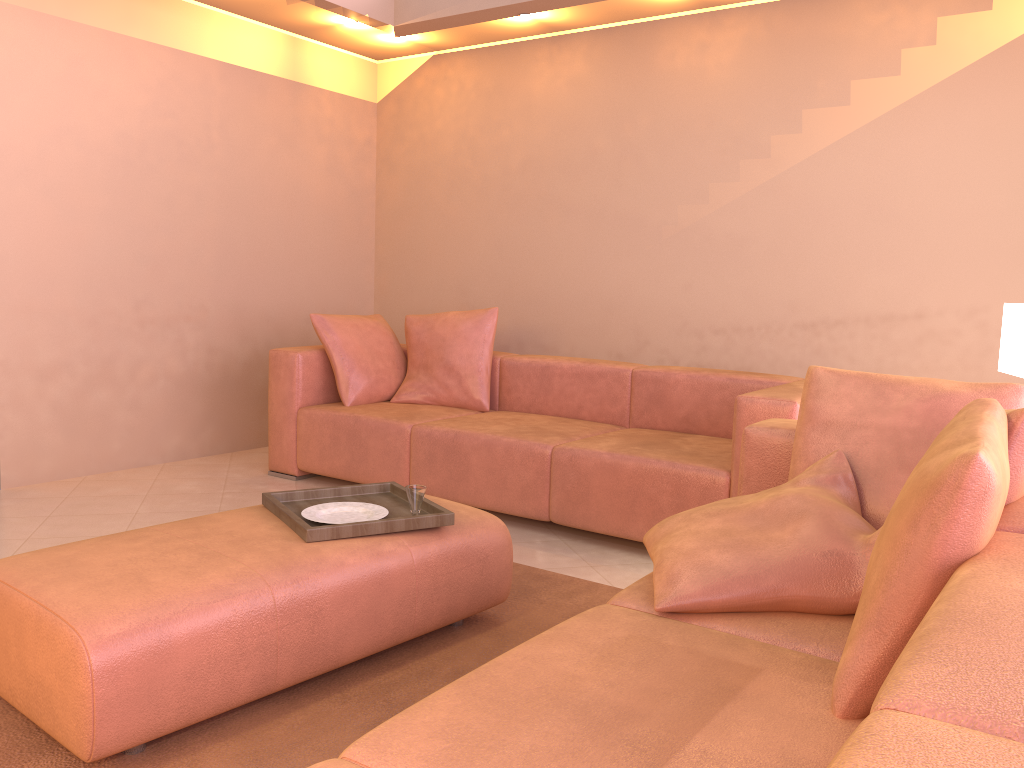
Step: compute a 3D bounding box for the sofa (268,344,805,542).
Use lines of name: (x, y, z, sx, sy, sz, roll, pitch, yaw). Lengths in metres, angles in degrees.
sofa: (0.108, 0.226, 4.194, 2.781, 0.672, 0.943, 6, 8, 34)

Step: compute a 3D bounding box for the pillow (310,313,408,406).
pillow: (-0.767, -0.128, 4.717, 0.335, 0.486, 0.554, 6, 7, 31)

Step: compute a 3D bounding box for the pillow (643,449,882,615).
pillow: (0.555, 0.307, 1.953, 0.514, 0.292, 0.517, 2, 6, 4)

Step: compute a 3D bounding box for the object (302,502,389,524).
object: (-0.466, 0.367, 2.480, 0.240, 0.018, 0.240, 2, 6, -2)

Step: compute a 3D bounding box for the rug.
rug: (-1.015, 0.723, 2.381, 1.833, 0.005, 2.626, 6, 8, 34)

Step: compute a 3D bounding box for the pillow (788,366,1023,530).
pillow: (0.919, 0.208, 2.110, 0.519, 0.455, 0.314, 6, 7, 31)

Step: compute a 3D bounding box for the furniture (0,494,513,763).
furniture: (-0.655, 0.533, 2.398, 0.685, 0.301, 1.291, 7, 8, 39)

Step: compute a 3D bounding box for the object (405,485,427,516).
object: (-0.272, 0.335, 2.501, 0.061, 0.091, 0.061, 4, 7, 19)

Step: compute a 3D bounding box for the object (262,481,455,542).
object: (-0.450, 0.357, 2.544, 0.421, 0.034, 0.436, -2, 7, -30)

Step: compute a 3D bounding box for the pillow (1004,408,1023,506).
pillow: (0.903, 0.239, 1.759, 0.255, 0.446, 0.492, 4, 7, 18)

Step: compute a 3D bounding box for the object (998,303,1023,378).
object: (1.626, 0.119, 2.557, 0.344, 0.799, 0.344, 3, 6, 13)

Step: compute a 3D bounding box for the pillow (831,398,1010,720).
pillow: (0.676, 0.268, 1.441, 0.211, 0.468, 0.470, 5, 7, 30)

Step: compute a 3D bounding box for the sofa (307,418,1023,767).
sofa: (0.342, 0.552, 1.268, 0.943, 0.672, 2.781, 6, 8, 34)

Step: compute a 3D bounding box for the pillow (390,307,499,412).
pillow: (-0.343, -0.148, 4.651, 0.582, 0.528, 0.302, 4, 7, 18)
